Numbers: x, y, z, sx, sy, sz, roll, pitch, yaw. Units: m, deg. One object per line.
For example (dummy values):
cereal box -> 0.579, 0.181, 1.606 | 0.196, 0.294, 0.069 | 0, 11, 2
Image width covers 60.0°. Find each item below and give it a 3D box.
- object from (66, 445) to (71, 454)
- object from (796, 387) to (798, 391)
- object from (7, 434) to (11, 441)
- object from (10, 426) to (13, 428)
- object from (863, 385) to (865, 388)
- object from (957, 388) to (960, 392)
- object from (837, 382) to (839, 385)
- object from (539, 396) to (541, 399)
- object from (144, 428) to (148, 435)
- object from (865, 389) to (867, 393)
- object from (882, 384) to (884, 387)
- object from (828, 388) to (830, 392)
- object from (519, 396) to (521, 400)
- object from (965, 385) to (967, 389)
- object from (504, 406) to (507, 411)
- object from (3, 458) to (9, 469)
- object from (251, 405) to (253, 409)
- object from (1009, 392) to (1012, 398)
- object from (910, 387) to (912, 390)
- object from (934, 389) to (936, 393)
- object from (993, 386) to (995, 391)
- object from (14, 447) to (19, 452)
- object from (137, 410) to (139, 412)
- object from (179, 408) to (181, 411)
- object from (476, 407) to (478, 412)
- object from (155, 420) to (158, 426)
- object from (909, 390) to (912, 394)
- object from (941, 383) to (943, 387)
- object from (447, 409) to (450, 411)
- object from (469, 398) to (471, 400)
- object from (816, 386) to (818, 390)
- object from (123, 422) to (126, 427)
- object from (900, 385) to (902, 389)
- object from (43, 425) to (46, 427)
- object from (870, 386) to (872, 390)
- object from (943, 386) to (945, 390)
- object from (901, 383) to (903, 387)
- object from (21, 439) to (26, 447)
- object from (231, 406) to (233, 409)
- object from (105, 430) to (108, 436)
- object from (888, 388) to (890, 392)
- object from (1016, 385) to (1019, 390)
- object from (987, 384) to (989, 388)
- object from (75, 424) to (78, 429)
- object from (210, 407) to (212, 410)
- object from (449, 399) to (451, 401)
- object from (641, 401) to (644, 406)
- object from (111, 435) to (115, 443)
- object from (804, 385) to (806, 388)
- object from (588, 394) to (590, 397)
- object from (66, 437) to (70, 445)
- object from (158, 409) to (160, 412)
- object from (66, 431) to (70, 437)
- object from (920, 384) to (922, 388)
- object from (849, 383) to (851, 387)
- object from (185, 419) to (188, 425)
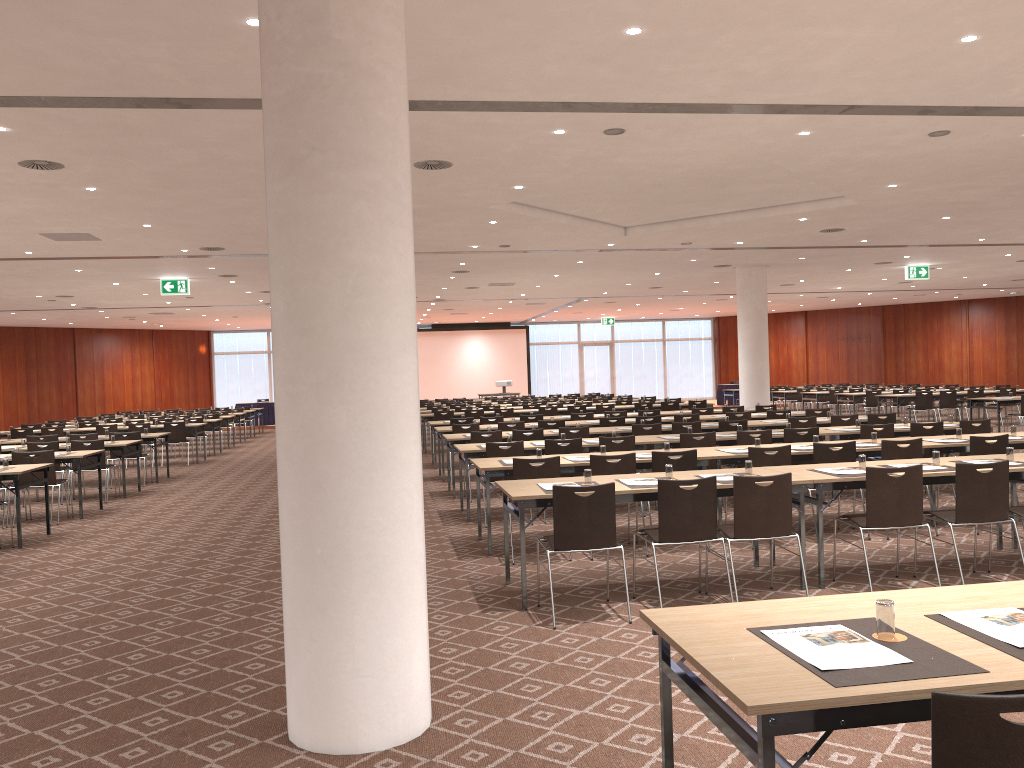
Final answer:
object -> -5.940, 0.875, 11.879 | 0.054, 0.114, 0.054 | -2, 1, 3
object -> 8.921, 0.158, 27.753 | 0.054, 0.114, 0.054 | -2, 1, -20
object -> -8.795, 0.931, 15.506 | 0.054, 0.114, 0.054 | -1, 1, 25
object -> -10.592, 0.954, 18.768 | 0.054, 0.114, 0.054 | -1, 1, 25
object -> 11.157, 0.075, 28.092 | 0.054, 0.114, 0.054 | -3, 2, -42
object -> 11.092, 0.152, 22.024 | 0.054, 0.114, 0.054 | -3, 2, -42
object -> 11.848, 0.000, 32.240 | 0.054, 0.114, 0.054 | -3, 2, -42
object -> 0.903, 0.429, 28.574 | 0.054, 0.114, 0.054 | -1, 1, 25
object -> -6.537, 0.848, 15.833 | 0.054, 0.114, 0.054 | -2, 1, -20
object -> 9.505, 0.186, 23.801 | 0.054, 0.114, 0.054 | -3, 2, -42
object -> 11.801, 0.051, 28.178 | 0.054, 0.114, 0.054 | -3, 2, -42
object -> 9.218, 0.172, 25.773 | 0.054, 0.114, 0.054 | -2, 1, -20
object -> 0.266, 0.453, 28.484 | 0.054, 0.114, 0.054 | -1, 1, 25
object -> 12.403, 0.079, 24.241 | 0.054, 0.114, 0.054 | -1, 1, 25
object -> -0.145, 0.568, 20.325 | 0.054, 0.114, 0.054 | -1, 1, 25
object -> -5.660, 0.890, 9.912 | 0.054, 0.114, 0.054 | -2, 1, -20
object -> -8.554, 0.754, 29.184 | 0.054, 0.114, 0.054 | -2, 1, -20
object -> 10.337, 0.223, 18.373 | 0.054, 0.114, 0.054 | -2, 1, -20
object -> 10.800, 0.138, 23.996 | 0.054, 0.114, 0.054 | -3, 2, -42
object -> 10.451, 0.176, 21.917 | 0.054, 0.114, 0.054 | -3, 2, -42
object -> 12.054, 0.116, 22.169 | 0.054, 0.114, 0.054 | -1, 1, 25
object -> -6.586, 0.899, 11.785 | 0.054, 0.114, 0.054 | -2, 1, 3
object -> -12.084, 0.885, 28.659 | 0.054, 0.114, 0.054 | -3, 2, -42
object -> -10.792, 0.837, 28.848 | 0.054, 0.114, 0.054 | -3, 2, -42
object -> -0.793, 0.592, 20.243 | 0.054, 0.114, 0.054 | -1, 1, 25
object -> -7.705, 0.847, 19.207 | 0.054, 0.114, 0.054 | -3, 2, -42
object -> 9.810, 0.199, 21.824 | 0.054, 0.114, 0.054 | -3, 2, -42
object -> 12.752, 0.041, 26.305 | 0.054, 0.114, 0.054 | -3, 2, -42
object -> -1.439, 0.615, 20.148 | 0.054, 0.114, 0.054 | -3, 2, -42
object -> -1.344, 0.512, 28.244 | 0.054, 0.114, 0.054 | -1, 1, 25
object -> 9.567, 0.134, 27.849 | 0.054, 0.114, 0.054 | -2, 1, -20
object -> -8.349, 0.871, 19.113 | 0.054, 0.114, 0.054 | -3, 2, -42
object -> 11.453, 0.089, 26.112 | 0.054, 0.114, 0.054 | -3, 2, -42
object -> -9.952, 0.930, 18.861 | 0.054, 0.114, 0.054 | -1, 1, 25
object -> 10.508, 0.124, 25.970 | 0.054, 0.114, 0.054 | -2, 1, -20
object -> 11.762, 0.102, 24.147 | 0.054, 0.114, 0.054 | -1, 1, 25
object -> 12.449, 0.027, 28.284 | 0.054, 0.114, 0.054 | -3, 2, -42
object -> -7.530, 0.909, 13.667 | 0.054, 0.114, 0.054 | -2, 1, -20
object -> -9.189, 0.778, 29.086 | 0.054, 0.114, 0.054 | -2, 1, -20
object -> -7.193, 0.872, 15.738 | 0.054, 0.114, 0.054 | -2, 1, -20
object -> 10.156, 0.162, 23.902 | 0.054, 0.114, 0.054 | -3, 2, -42
object -> 12.698, 0.093, 22.263 | 0.054, 0.114, 0.054 | -1, 1, 25
object -> 13.050, 0.055, 24.323 | 0.054, 0.114, 0.054 | -1, 1, 25
object -> -9.311, 0.907, 18.968 | 0.054, 0.114, 0.054 | -1, 1, 25
object -> -9.830, 0.801, 28.989 | 0.054, 0.114, 0.054 | -2, 1, -20
object -> -1.976, 0.536, 28.146 | 0.054, 0.114, 0.054 | -1, 1, 25
object -> 3.059, 0.449, 20.815 | 0.054, 0.114, 0.054 | -1, 1, 25
object -> -6.237, 0.862, 13.856 | 0.054, 0.114, 0.054 | -2, 1, -20
object -> 9.901, 0.096, 29.930 | 0.054, 0.114, 0.054 | -2, 1, -20
object -> 2.496, 0.370, 28.817 | 0.054, 0.114, 0.054 | -1, 1, 25
object -> -6.895, 0.886, 13.764 | 0.054, 0.114, 0.054 | -2, 1, -20
object -> -11.444, 0.861, 28.742 | 0.054, 0.114, 0.054 | -3, 2, -42
object -> -7.834, 0.896, 15.645 | 0.054, 0.114, 0.054 | -2, 1, -20
object -> 12.094, 0.065, 26.201 | 0.054, 0.114, 0.054 | -3, 2, -42
object -> 11.507, 0.037, 30.163 | 0.054, 0.114, 0.054 | -3, 2, -42
object -> -7.073, 0.824, 19.289 | 0.054, 0.114, 0.054 | -3, 2, -42
